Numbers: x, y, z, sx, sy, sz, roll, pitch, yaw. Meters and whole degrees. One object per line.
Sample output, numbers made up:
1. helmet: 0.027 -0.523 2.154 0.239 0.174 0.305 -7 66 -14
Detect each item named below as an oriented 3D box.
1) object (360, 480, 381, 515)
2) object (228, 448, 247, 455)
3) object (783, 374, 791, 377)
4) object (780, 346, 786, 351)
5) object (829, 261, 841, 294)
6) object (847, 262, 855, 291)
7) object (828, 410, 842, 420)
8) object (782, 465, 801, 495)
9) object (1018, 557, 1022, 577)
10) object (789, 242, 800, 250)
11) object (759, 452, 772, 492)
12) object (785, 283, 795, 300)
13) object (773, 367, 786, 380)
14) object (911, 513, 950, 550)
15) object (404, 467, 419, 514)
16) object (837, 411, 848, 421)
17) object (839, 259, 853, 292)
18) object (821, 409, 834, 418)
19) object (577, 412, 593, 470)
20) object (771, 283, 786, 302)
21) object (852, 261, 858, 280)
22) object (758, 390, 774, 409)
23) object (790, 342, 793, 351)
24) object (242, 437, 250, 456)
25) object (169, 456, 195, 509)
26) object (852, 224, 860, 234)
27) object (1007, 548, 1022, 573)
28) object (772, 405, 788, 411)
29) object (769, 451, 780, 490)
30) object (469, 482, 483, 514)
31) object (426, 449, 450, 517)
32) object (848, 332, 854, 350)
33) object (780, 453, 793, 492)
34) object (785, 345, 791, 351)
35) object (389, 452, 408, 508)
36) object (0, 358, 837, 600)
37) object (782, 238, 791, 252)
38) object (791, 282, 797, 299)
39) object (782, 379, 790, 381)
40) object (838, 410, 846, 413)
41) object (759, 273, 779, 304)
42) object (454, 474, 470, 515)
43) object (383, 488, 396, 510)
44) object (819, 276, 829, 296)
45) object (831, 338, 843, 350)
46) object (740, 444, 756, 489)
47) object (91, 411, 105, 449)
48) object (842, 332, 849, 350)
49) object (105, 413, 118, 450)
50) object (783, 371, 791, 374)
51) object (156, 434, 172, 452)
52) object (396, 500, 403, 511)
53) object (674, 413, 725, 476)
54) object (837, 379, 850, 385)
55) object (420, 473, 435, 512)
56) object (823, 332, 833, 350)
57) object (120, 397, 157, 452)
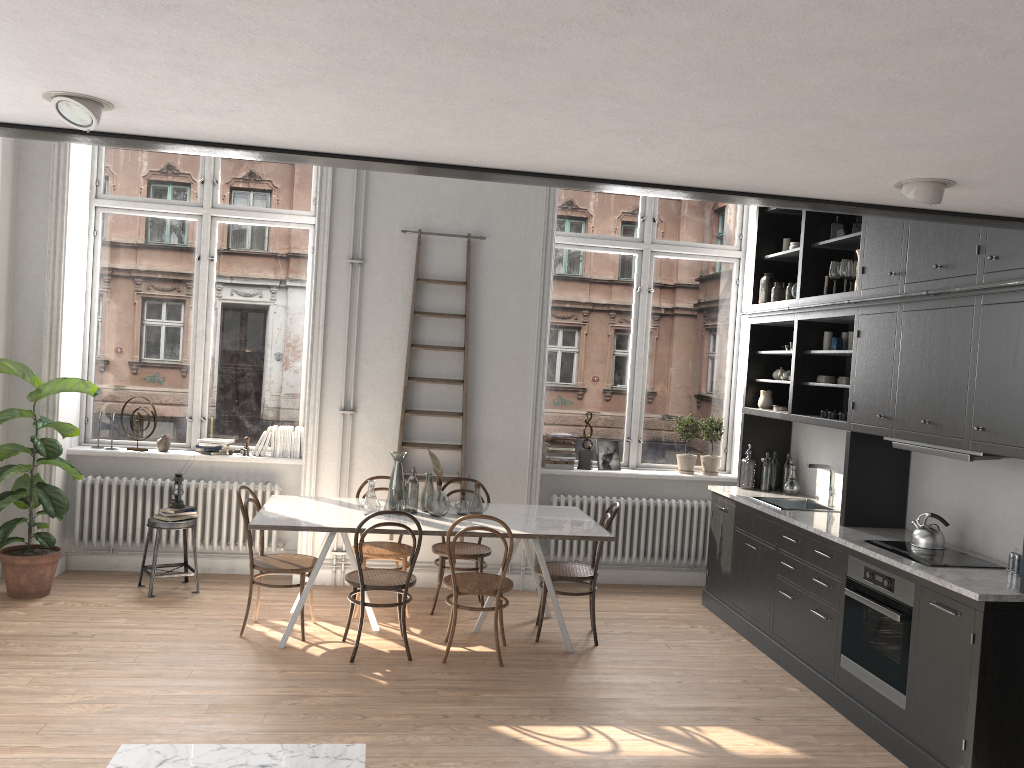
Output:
1. object: -0.911 0.733 5.718 0.132 0.219 0.132 3 2 -19
2. object: -2.207 0.540 7.099 0.088 0.048 0.153 4 2 31
3. object: 2.060 -0.059 6.655 0.058 0.033 0.055 3 2 -34
4. object: 2.113 -0.267 6.868 0.071 0.047 0.071 4 2 30
5. object: 2.106 -0.686 5.777 0.083 0.221 0.083 4 2 23
6. object: 2.210 -0.679 5.776 0.083 0.221 0.083 3 2 -16
7. object: 2.088 0.198 5.731 0.088 0.059 0.104 3 2 -30
8. object: 2.114 0.724 6.694 0.132 0.219 0.120 3 2 -8
9. object: 2.446 0.871 4.206 0.140 0.093 0.082 3 2 -18
10. object: 2.149 -1.020 6.712 0.096 0.095 0.096 4 2 26
11. object: 1.958 0.672 6.825 0.086 0.301 0.086 3 2 -23
12. object: 2.078 -0.671 6.576 0.096 0.150 0.096 3 2 -20
13. object: 2.067 -0.077 6.815 0.140 0.100 0.125 3 2 -27
14. object: 2.270 0.792 4.828 0.171 0.186 0.171 4 2 3
15. object: -0.662 0.703 5.882 0.086 0.301 0.086 3 2 -23
16. object: 2.123 0.203 5.635 0.104 0.059 0.088 4 2 0
17. object: 2.127 -0.681 5.648 0.083 0.221 0.083 5 2 38
18. object: 2.080 0.194 5.844 0.088 0.059 0.104 3 2 -20
19. object: 0.634 0.477 7.508 0.122 0.488 0.102 4 2 16
20. object: 2.010 -0.681 6.669 0.114 0.155 0.114 3 2 -5
21. object: 2.222 -0.676 5.694 0.083 0.221 0.083 3 2 -9
22. object: 1.958 0.120 6.822 0.127 0.144 0.115 3 2 -30
23. object: 2.067 -0.272 6.500 0.064 0.069 0.064 5 2 39
24. object: -2.111 0.495 7.055 0.048 0.153 0.088 2 2 -38
25. object: -2.436 0.719 6.546 0.163 0.383 0.154 2 2 -35
26. object: 2.291 -1.004 5.914 0.044 0.121 0.058 4 2 19
27. object: 2.452 0.858 4.322 0.040 0.116 0.080 3 2 -3
28. object: 2.047 0.184 6.679 0.180 0.037 0.180 3 2 -23
29. object: 2.041 0.674 6.917 0.086 0.301 0.086 4 2 6
30. object: -0.239 0.771 6.012 0.101 0.212 0.101 5 2 31
31. object: -0.476 0.644 5.817 0.156 0.446 0.157 4 2 10
32. object: 2.275 -0.278 5.898 0.059 0.135 0.082 3 2 -25
33. object: 2.119 0.682 6.821 0.086 0.301 0.086 5 2 37
34. object: 2.060 -0.263 6.584 0.071 0.047 0.071 4 2 30
35. object: -0.773 0.653 5.977 0.116 0.383 0.116 4 2 3
36. object: -0.761 0.697 6.256 5.827 1.843 0.792 3 2 -3
37. object: 2.111 -1.045 6.814 0.059 0.135 0.082 4 2 20
38. object: 2.047 -0.769 6.249 0.134 0.358 0.134 5 2 37
39. object: 2.060 -0.031 6.655 0.085 0.015 0.085 4 1 5
40. object: 2.208 0.202 5.893 0.104 0.059 0.088 3 2 -10
41. object: 1.972 -0.727 6.805 0.118 0.238 0.118 3 2 -23
42. object: -0.325 0.732 5.922 0.107 0.283 0.106 3 2 -13
43. object: -0.804 0.767 5.863 0.083 0.158 0.083 3 2 -13
44. object: 2.136 -0.660 6.026 0.123 0.161 0.123 4 2 0
45. object: 2.182 -0.264 5.963 0.140 0.093 0.082 2 2 -43
46. object: 1.833 0.637 6.871 0.109 0.349 0.108 3 2 -27
47. object: -3.244 0.359 6.963 0.095 0.289 0.095 4 2 23
48. object: 2.262 -0.282 6.037 0.082 0.135 0.059 4 2 20
49. object: -3.120 0.368 6.923 0.095 0.289 0.095 4 2 14
50. object: 2.062 -0.078 6.655 0.055 0.047 0.058 4 2 7
51. object: -2.749 0.462 6.997 0.100 0.142 0.102 2 2 -34
52. object: -0.733 0.805 5.779 0.058 0.094 0.058 4 2 20
53. object: 1.608 0.516 7.653 0.500 0.524 0.234 3 2 -19
54. object: 2.256 -0.013 5.966 0.132 0.038 0.132 5 2 39
55. object: -0.562 0.730 5.971 0.098 0.255 0.100 2 2 -32
56. object: 2.171 -0.288 6.078 0.082 0.135 0.059 2 2 -40
57. object: -2.931 0.310 6.969 0.347 0.425 0.087 4 2 24
